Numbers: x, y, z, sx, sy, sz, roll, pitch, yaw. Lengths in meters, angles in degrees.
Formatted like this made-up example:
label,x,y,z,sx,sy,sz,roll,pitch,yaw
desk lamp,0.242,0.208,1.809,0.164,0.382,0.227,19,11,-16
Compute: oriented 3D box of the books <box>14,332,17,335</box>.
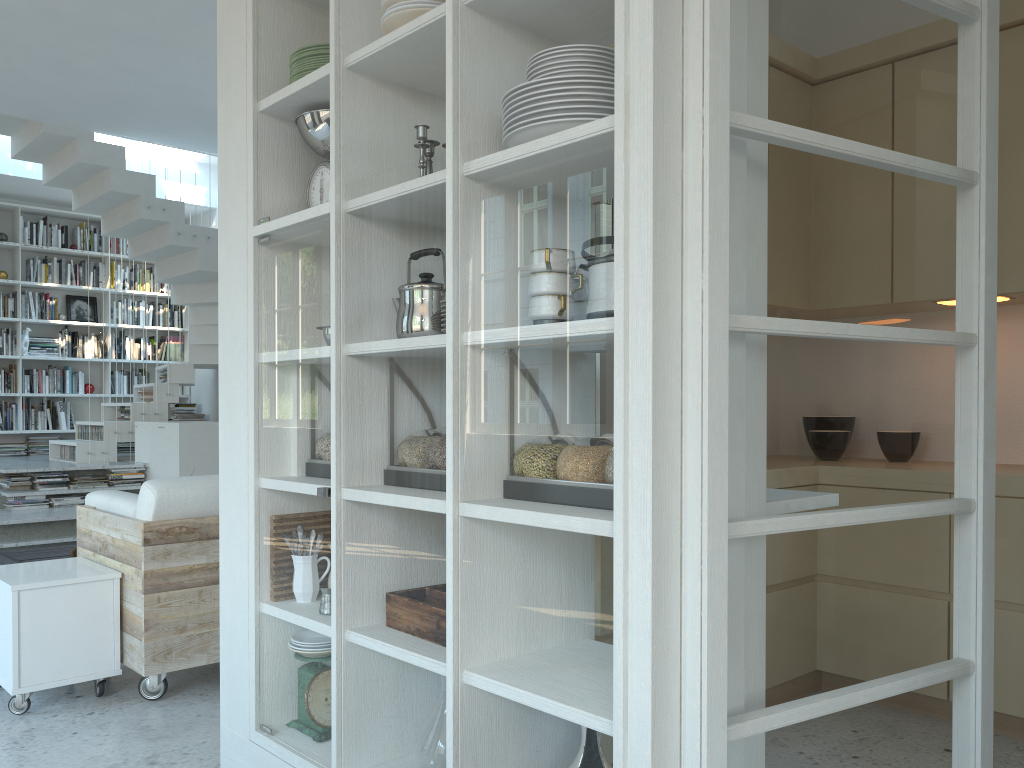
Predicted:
label,x,y,z,sx,sy,sz,roll,pitch,yaw
books,-4.958,-0.665,8.859,0.010,0.245,0.158,1,-1,-42

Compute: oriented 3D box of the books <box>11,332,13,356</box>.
label,x,y,z,sx,sy,sz,roll,pitch,yaw
books,-4.999,-0.665,8.836,0.013,0.245,0.158,1,-1,-42

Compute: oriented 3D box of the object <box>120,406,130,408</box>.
label,x,y,z,sx,sy,sz,roll,pitch,yaw
object,-3.715,-0.037,8.641,0.161,0.025,0.174,0,0,-38

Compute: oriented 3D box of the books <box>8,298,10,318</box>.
label,x,y,z,sx,sy,sz,roll,pitch,yaw
books,-5.014,-1.012,8.825,0.013,0.202,0.173,1,-1,-42

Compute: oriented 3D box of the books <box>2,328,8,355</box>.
label,x,y,z,sx,sy,sz,roll,pitch,yaw
books,-5.035,-0.679,8.805,0.032,0.274,0.154,1,-1,-42

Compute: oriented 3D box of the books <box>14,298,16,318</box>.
label,x,y,z,sx,sy,sz,roll,pitch,yaw
books,-4.970,-1.014,8.855,0.012,0.206,0.169,1,-1,-42

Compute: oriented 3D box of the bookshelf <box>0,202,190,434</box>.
label,x,y,z,sx,sy,sz,roll,pitch,yaw
bookshelf,-6.008,-0.450,7.836,6.295,3.143,0.330,0,-1,-42

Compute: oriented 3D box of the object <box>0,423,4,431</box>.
label,x,y,z,sx,sy,sz,roll,pitch,yaw
object,-5.016,0.137,8.579,0.064,0.114,0.160,0,0,35

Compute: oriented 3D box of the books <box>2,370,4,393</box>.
label,x,y,z,sx,sy,sz,roll,pitch,yaw
books,-5.056,-0.290,8.764,0.018,0.229,0.181,1,-1,-42

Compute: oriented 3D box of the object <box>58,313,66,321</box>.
label,x,y,z,sx,sy,sz,roll,pitch,yaw
object,-4.634,-0.957,9.126,0.091,0.092,0.091,0,0,7

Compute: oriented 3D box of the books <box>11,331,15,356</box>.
label,x,y,z,sx,sy,sz,roll,pitch,yaw
books,-4.979,-0.669,8.832,0.011,0.252,0.169,1,-1,-42

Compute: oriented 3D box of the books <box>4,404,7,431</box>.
label,x,y,z,sx,sy,sz,roll,pitch,yaw
books,-5.044,0.059,8.786,0.021,0.265,0.150,1,-1,-42

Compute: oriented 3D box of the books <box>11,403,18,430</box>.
label,x,y,z,sx,sy,sz,roll,pitch,yaw
books,-4.964,0.055,8.845,0.025,0.272,0.171,1,-1,-42

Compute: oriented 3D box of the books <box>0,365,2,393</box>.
label,x,y,z,sx,sy,sz,roll,pitch,yaw
books,-5.065,-0.312,8.757,0.006,0.274,0.173,1,-1,-42

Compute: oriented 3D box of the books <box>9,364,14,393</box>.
label,x,y,z,sx,sy,sz,roll,pitch,yaw
books,-4.984,-0.323,8.826,0.007,0.295,0.162,1,-1,-42

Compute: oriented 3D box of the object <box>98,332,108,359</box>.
label,x,y,z,sx,sy,sz,roll,pitch,yaw
object,-4.283,-0.684,9.288,0.087,0.288,0.075,0,-1,-7

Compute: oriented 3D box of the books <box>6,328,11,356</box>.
label,x,y,z,sx,sy,sz,roll,pitch,yaw
books,-5.004,-0.679,8.804,0.012,0.273,0.183,1,-1,-42

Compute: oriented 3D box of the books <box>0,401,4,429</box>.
label,x,y,z,sx,sy,sz,roll,pitch,yaw
books,-5.056,0.045,8.774,0.013,0.294,0.134,1,-1,-42

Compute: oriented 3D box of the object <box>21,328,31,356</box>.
label,x,y,z,sx,sy,sz,roll,pitch,yaw
object,-4.812,-0.684,8.783,0.087,0.288,0.075,0,-1,-7

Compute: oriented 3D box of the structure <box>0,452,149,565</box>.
label,x,y,z,sx,sy,sz,roll,pitch,yaw
structure,-3.812,0.782,7.972,2.898,0.659,3.112,0,0,-42

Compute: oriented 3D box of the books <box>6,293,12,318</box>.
label,x,y,z,sx,sy,sz,roll,pitch,yaw
books,-4.997,-1.039,8.827,0.016,0.257,0.175,1,-1,-42

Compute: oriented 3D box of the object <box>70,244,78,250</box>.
label,x,y,z,sx,sy,sz,roll,pitch,yaw
object,-4.513,-1.681,9.165,0.071,0.072,0.071,0,0,7

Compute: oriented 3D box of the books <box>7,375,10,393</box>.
label,x,y,z,sx,sy,sz,roll,pitch,yaw
books,-5.007,-0.265,8.790,0.016,0.180,0.189,1,-1,-42

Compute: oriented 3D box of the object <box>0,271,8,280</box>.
label,x,y,z,sx,sy,sz,roll,pitch,yaw
object,-5.002,-1.328,8.725,0.100,0.102,0.100,0,0,25

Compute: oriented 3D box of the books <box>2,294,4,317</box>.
label,x,y,z,sx,sy,sz,roll,pitch,yaw
books,-5.058,-1.032,8.792,0.016,0.244,0.151,1,-1,-42

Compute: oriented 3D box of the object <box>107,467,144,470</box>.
label,x,y,z,sx,sy,sz,roll,pitch,yaw
object,-3.319,0.478,7.555,0.284,0.030,0.177,0,0,-42

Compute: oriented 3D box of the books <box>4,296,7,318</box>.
label,x,y,z,sx,sy,sz,roll,pitch,yaw
books,-5.038,-1.025,8.812,0.016,0.228,0.160,1,-1,-42

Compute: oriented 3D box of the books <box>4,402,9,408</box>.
label,x,y,z,sx,sy,sz,roll,pitch,yaw
books,-5.031,0.050,8.816,0.012,0.282,0.143,1,-1,-42

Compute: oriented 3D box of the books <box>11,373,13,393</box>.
label,x,y,z,sx,sy,sz,roll,pitch,yaw
books,-4.996,-0.277,8.824,0.013,0.204,0.158,1,-1,-42

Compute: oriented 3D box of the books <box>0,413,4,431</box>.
label,x,y,z,sx,sy,sz,roll,pitch,yaw
books,-5.081,0.058,8.739,0.070,0.266,0.186,1,-1,-42

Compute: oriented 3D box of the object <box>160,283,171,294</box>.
label,x,y,z,sx,sy,sz,roll,pitch,yaw
object,-3.771,-1.348,9.781,0.203,0.137,0.095,0,-1,-26

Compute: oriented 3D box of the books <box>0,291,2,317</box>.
label,x,y,z,sx,sy,sz,roll,pitch,yaw
books,-5.062,-1.044,8.773,0.015,0.267,0.164,1,-1,-42

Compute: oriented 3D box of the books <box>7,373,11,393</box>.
label,x,y,z,sx,sy,sz,roll,pitch,yaw
books,-5.014,-0.278,8.822,0.016,0.205,0.141,1,-1,-42

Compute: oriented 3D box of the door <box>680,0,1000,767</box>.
label,x,y,z,sx,sy,sz,roll,pitch,yaw
door,0.651,-0.005,1.676,0.839,2.228,0.067,0,-1,-32

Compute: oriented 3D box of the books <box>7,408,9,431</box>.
label,x,y,z,sx,sy,sz,roll,pitch,yaw
books,-5.024,0.081,8.788,0.013,0.220,0.168,1,-1,-42

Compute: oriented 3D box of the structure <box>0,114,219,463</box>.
label,x,y,z,sx,sy,sz,roll,pitch,yaw
structure,-3.456,-0.912,7.807,2.613,3.382,1.953,0,-1,-42

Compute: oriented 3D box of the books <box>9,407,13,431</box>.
label,x,y,z,sx,sy,sz,roll,pitch,yaw
books,-4.997,0.077,8.805,0.025,0.228,0.175,1,-1,-42

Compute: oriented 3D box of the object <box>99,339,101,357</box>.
label,x,y,z,sx,sy,sz,roll,pitch,yaw
object,-4.374,-0.649,9.391,0.022,0.212,0.179,1,-1,-42

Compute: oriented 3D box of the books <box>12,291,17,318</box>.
label,x,y,z,sx,sy,sz,roll,pitch,yaw
books,-4.959,-1.050,8.857,0.005,0.278,0.182,1,-1,-42

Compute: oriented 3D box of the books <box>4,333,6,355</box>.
label,x,y,z,sx,sy,sz,roll,pitch,yaw
books,-5.039,-0.654,8.780,0.012,0.224,0.178,1,-1,-42

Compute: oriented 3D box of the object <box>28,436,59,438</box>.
label,x,y,z,sx,sy,sz,roll,pitch,yaw
object,-4.783,0.261,9.012,0.285,0.005,0.159,0,0,-37

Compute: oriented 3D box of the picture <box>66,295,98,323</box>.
label,x,y,z,sx,sy,sz,roll,pitch,yaw
picture,-4.523,-1.062,9.346,0.300,0.300,0.077,0,-1,-42

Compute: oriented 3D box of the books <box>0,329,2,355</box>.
label,x,y,z,sx,sy,sz,roll,pitch,yaw
books,-5.066,-0.674,8.765,0.018,0.263,0.165,1,-1,-42

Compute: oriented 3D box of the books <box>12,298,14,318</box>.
label,x,y,z,sx,sy,sz,roll,pitch,yaw
books,-4.986,-1.013,8.835,0.013,0.204,0.173,1,-1,-42

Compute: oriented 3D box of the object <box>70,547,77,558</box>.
label,x,y,z,sx,sy,sz,roll,pitch,yaw
object,-2.694,0.879,5.467,0.082,0.085,0.082,0,0,-28

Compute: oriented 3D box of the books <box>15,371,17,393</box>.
label,x,y,z,sx,sy,sz,roll,pitch,yaw
books,-4.974,-0.287,8.865,0.009,0.224,0.146,1,-1,-42

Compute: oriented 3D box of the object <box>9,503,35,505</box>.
label,x,y,z,sx,sy,sz,roll,pitch,yaw
object,-3.827,0.723,6.947,0.204,0.004,0.140,0,0,-39

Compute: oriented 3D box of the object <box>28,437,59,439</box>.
label,x,y,z,sx,sy,sz,roll,pitch,yaw
object,-4.791,0.272,9.020,0.285,0.005,0.159,0,0,-42

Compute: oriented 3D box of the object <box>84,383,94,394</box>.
label,x,y,z,sx,sy,sz,roll,pitch,yaw
object,-4.442,-0.233,9.293,0.115,0.116,0.115,0,0,25

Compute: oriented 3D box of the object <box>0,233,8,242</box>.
label,x,y,z,sx,sy,sz,roll,pitch,yaw
object,-4.999,-1.696,8.726,0.104,0.105,0.104,0,0,7

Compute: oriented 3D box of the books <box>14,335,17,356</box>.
label,x,y,z,sx,sy,sz,roll,pitch,yaw
books,-4.977,-0.648,8.854,0.023,0.212,0.164,1,-1,-42

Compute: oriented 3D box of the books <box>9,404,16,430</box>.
label,x,y,z,sx,sy,sz,roll,pitch,yaw
books,-4.982,0.062,8.827,0.026,0.258,0.156,1,-1,-42

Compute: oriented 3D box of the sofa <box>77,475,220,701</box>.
label,x,y,z,sx,sy,sz,roll,pitch,yaw
sofa,-0.837,0.680,4.304,2.194,0.854,0.871,0,0,-42

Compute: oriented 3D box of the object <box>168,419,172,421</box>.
label,x,y,z,sx,sy,sz,roll,pitch,yaw
object,-3.810,0.119,9.906,0.071,0.072,0.071,0,0,7

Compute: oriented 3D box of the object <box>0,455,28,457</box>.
label,x,y,z,sx,sy,sz,roll,pitch,yaw
object,-5.031,0.447,8.782,0.193,0.007,0.345,0,0,43

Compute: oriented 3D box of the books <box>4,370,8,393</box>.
label,x,y,z,sx,sy,sz,roll,pitch,yaw
books,-5.038,-0.291,8.798,0.021,0.232,0.155,1,-1,-42

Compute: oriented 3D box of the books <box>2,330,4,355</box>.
label,x,y,z,sx,sy,sz,roll,pitch,yaw
books,-5.054,-0.672,8.777,0.015,0.259,0.152,1,-1,-42
